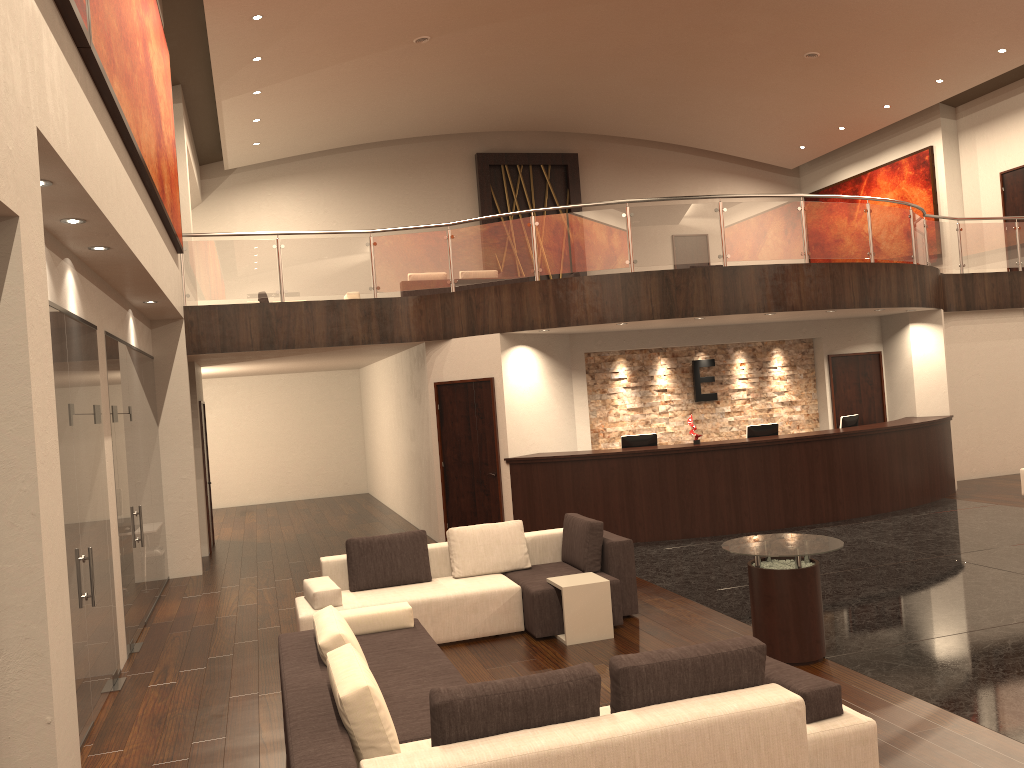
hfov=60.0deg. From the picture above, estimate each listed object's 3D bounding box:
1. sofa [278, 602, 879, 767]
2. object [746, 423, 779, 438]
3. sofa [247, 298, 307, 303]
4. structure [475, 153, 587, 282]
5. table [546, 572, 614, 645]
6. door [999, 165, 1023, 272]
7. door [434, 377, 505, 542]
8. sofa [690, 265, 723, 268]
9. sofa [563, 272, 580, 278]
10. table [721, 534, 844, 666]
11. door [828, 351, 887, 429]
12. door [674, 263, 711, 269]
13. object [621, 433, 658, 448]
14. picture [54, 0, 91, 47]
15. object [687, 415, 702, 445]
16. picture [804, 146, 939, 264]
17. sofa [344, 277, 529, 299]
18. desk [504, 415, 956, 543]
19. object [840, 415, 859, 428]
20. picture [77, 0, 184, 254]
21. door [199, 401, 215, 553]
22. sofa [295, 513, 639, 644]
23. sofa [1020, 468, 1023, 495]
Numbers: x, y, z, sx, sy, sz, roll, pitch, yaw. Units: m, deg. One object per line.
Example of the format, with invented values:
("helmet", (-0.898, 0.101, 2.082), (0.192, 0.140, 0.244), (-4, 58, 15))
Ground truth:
("sofa", (0.032, 1.632, 5.028), (2.586, 0.862, 3.366), (-4, -1, -16))
("object", (3.427, 0.794, 12.081), (0.483, 0.485, 0.189), (-4, -1, -16))
("sofa", (-3.581, -1.404, 17.869), (3.366, 0.862, 2.586), (-4, -1, -16))
("structure", (0.515, -3.372, 21.128), (2.524, 4.236, 0.187), (-4, -1, -16))
("table", (0.549, 1.817, 7.206), (0.400, 0.460, 0.400), (-4, -1, -16))
("door", (9.953, -3.111, 17.172), (0.104, 2.232, 0.990), (-4, -1, -16))
("door", (-0.562, 1.056, 11.896), (0.990, 2.232, 0.104), (-5, -1, 34))
("sofa", (3.627, -1.934, 18.933), (1.291, 0.862, 2.846), (-4, -1, -16))
("sofa", (1.367, -1.769, 18.402), (1.291, 0.862, 2.846), (-4, -1, -16))
("table", (1.945, 1.533, 6.299), (0.833, 0.795, 0.844), (-5, -1, 23))
("door", (5.563, 0.617, 14.192), (0.990, 2.232, 0.104), (-4, -1, -16))
("door", (4.574, -2.658, 22.376), (0.990, 2.232, 0.104), (-4, -1, -16))
("object", (1.714, 0.920, 11.863), (0.483, 0.485, 0.189), (-4, -1, -1))
("picture", (-1.772, -3.140, 2.618), (0.070, 2.526, 4.515), (-4, -1, -16))
("object", (2.380, 0.587, 11.512), (0.163, 0.390, 0.165), (-4, -1, -8))
("picture", (8.359, -3.723, 20.935), (0.070, 2.526, 4.515), (-4, -1, -16))
("sofa", (-1.630, -1.559, 16.877), (3.366, 0.862, 2.586), (-4, -1, -16))
("desk", (3.433, 1.291, 12.257), (7.146, 1.171, 1.674), (-4, -1, -15))
("object", (4.842, 0.694, 12.680), (0.483, 0.485, 0.189), (-4, -1, -41))
("picture", (-3.306, -2.974, 7.910), (0.070, 2.526, 6.485), (-4, -1, -16))
("door", (-4.665, 1.379, 13.510), (0.104, 2.232, 0.990), (-4, -1, -16))
("sofa", (-0.400, 1.690, 7.620), (2.846, 0.862, 1.291), (-4, -1, -16))
("sofa", (8.781, 1.039, 11.507), (2.586, 0.862, 3.366), (-4, -1, -16))
